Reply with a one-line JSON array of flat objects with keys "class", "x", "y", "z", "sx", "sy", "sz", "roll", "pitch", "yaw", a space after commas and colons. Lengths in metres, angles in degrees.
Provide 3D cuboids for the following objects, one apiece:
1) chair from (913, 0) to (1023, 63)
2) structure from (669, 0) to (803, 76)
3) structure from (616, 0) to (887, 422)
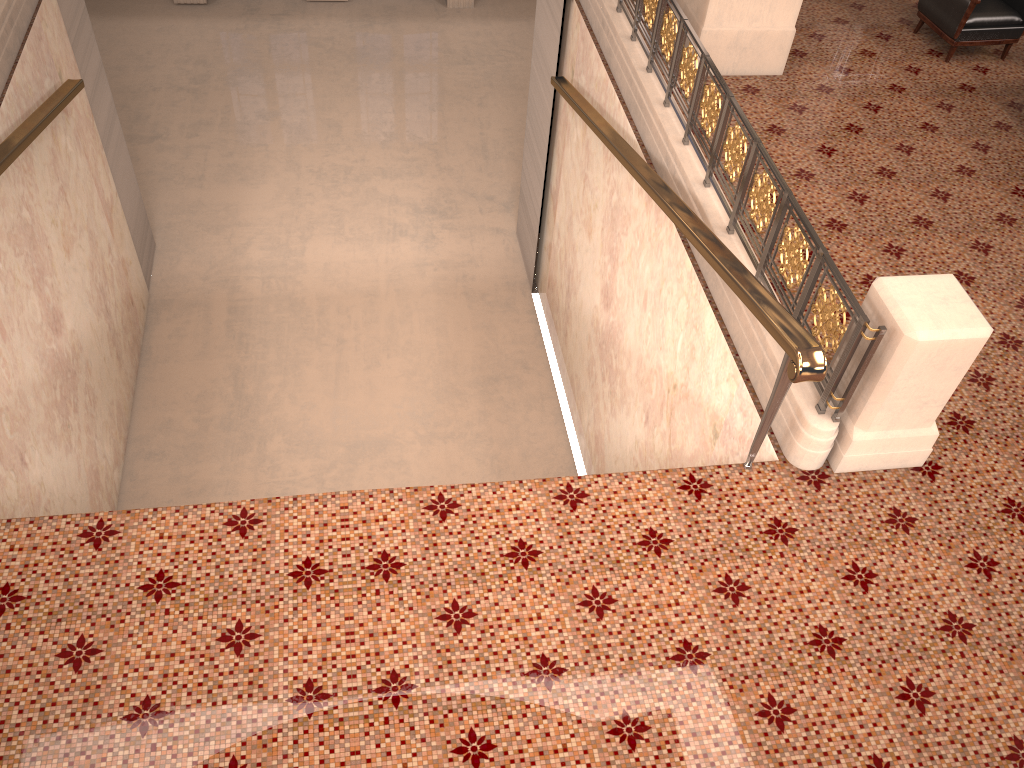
[{"class": "chair", "x": 3.567, "y": -2.996, "z": 6.679, "sx": 0.645, "sy": 0.893, "sz": 0.680, "roll": -8, "pitch": 49, "yaw": -12}, {"class": "structure", "x": 1.686, "y": -3.492, "z": 5.552, "sx": 0.699, "sy": 2.949, "sz": 0.662, "roll": -4, "pitch": 48, "yaw": -9}, {"class": "structure", "x": 1.032, "y": -1.761, "z": 5.193, "sx": 0.079, "sy": 0.569, "sz": 4.669, "roll": -5, "pitch": 49, "yaw": -10}]
